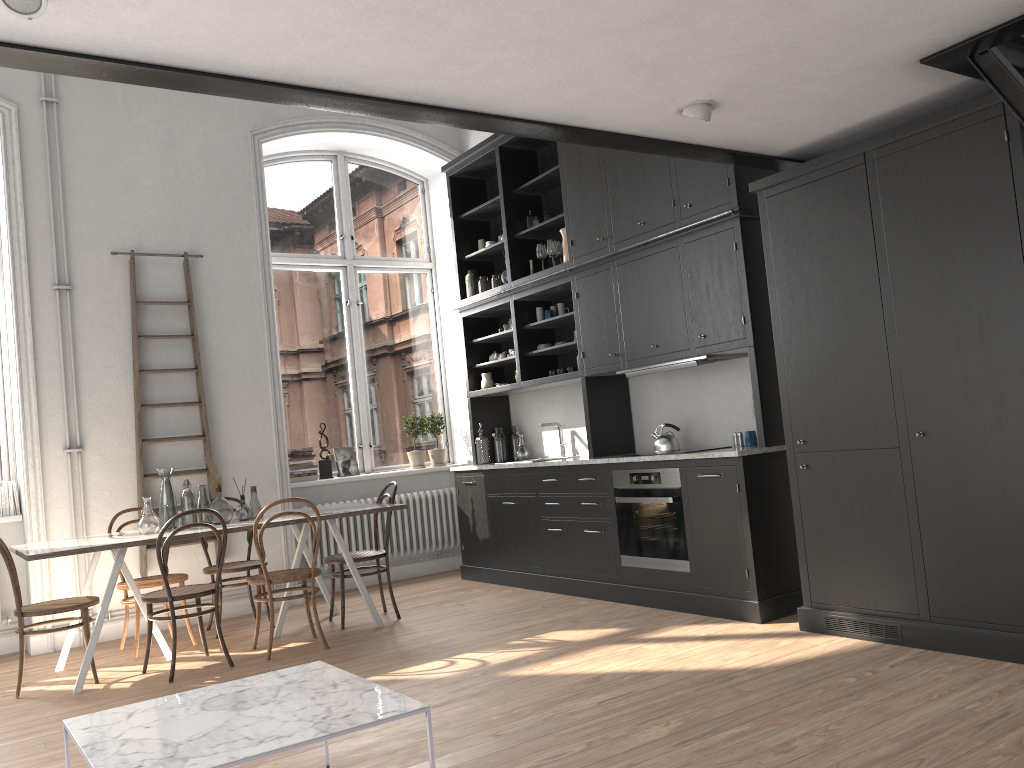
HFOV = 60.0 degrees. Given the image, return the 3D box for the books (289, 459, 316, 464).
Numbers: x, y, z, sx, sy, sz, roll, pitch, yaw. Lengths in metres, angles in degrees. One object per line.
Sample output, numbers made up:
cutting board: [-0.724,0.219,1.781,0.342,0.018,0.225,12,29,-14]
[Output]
books: [-1.798,0.662,7.513,0.222,0.024,0.158,-3,-4,-34]

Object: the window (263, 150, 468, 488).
window: [1.678,-4.920,14.335,14.381,15.928,26.417,-3,-4,-34]

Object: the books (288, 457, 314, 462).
books: [-1.800,0.640,7.508,0.205,0.022,0.155,-3,-5,-39]

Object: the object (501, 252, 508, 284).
object: [-0.033,-0.978,7.202,0.134,0.357,0.134,-6,-3,11]

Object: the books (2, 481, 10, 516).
books: [-3.607,0.817,6.320,0.024,0.243,0.175,-3,-4,-34]

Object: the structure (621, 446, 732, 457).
structure: [1.052,0.439,5.733,0.427,0.011,0.592,-3,-4,-34]

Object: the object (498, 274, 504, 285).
object: [-0.083,-0.853,7.644,0.092,0.184,0.092,-7,-3,21]

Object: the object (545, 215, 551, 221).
object: [0.287,-1.280,7.021,0.044,0.121,0.058,-5,-3,-7]

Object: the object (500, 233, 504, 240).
object: [-0.038,-1.275,7.392,0.132,0.219,0.132,-7,-4,30]

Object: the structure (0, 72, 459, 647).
structure: [-2.763,-0.419,6.712,5.180,4.472,0.340,-3,-4,-34]

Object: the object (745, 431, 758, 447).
object: [1.463,0.336,5.448,0.140,0.093,0.082,-2,-5,-44]

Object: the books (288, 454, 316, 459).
books: [-1.807,0.620,7.506,0.243,0.019,0.175,-3,-4,-34]

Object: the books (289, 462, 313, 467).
books: [-1.796,0.685,7.505,0.205,0.022,0.155,-4,-4,-20]

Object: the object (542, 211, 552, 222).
object: [0.281,-1.300,7.130,0.065,0.177,0.084,-5,-3,-12]

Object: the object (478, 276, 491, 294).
object: [-0.230,-0.835,7.557,0.114,0.155,0.114,-4,-4,-31]

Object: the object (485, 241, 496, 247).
object: [-0.181,-1.181,7.677,0.096,0.095,0.096,-6,-3,0]

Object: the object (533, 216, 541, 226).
object: [0.198,-1.271,7.038,0.053,0.125,0.041,-7,-3,23]

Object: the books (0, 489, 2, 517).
books: [-3.632,0.816,6.276,0.019,0.243,0.175,-3,-4,-34]

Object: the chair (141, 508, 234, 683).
chair: [-1.879,1.179,5.087,0.437,0.920,0.549,-3,-4,-38]

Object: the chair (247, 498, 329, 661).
chair: [-1.374,1.149,5.384,0.437,0.920,0.549,-4,-4,-23]

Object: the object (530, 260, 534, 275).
object: [0.159,-0.909,7.034,0.123,0.161,0.123,-4,-4,-25]

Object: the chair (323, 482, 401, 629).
chair: [-1.029,1.163,6.125,0.549,0.920,0.438,-4,-3,-21]

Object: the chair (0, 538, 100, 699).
chair: [-2.654,1.253,5.055,0.549,0.920,0.438,-4,-4,-26]

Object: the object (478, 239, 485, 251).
object: [-0.262,-1.187,7.753,0.059,0.135,0.082,-5,-3,-6]

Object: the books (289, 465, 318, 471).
books: [-1.800,0.710,7.505,0.245,0.028,0.194,-3,-5,-39]

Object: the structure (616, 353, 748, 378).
structure: [1.100,-0.145,5.843,0.379,0.123,0.844,-3,-4,-34]

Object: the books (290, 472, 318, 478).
books: [-1.792,0.771,7.483,0.249,0.023,0.175,-3,-5,-38]

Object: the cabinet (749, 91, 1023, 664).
cabinet: [2.021,0.017,4.264,0.633,2.370,1.402,-3,-4,-34]

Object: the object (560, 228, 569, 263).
object: [0.410,-1.017,6.552,0.094,0.267,0.116,-6,-3,8]

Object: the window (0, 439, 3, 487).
window: [-4.484,-0.469,6.061,1.622,2.841,0.013,-3,-4,-34]

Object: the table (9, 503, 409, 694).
table: [-1.853,1.280,5.616,2.199,0.779,1.101,-3,-4,-34]

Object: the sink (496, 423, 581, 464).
sink: [0.218,0.570,7.036,0.514,0.504,0.526,-3,-4,-34]

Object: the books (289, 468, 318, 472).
books: [-1.796,0.731,7.503,0.255,0.014,0.193,-3,-4,-31]

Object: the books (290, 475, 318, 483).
books: [-1.791,0.804,7.481,0.248,0.043,0.193,-3,-4,-34]

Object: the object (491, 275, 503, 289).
object: [-0.129,-0.845,7.503,0.097,0.150,0.096,-9,-5,44]

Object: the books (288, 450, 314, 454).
books: [-1.807,0.577,7.512,0.205,0.020,0.155,-3,-4,-34]

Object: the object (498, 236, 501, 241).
object: [-0.082,-1.211,7.656,0.059,0.135,0.082,-5,-3,-11]

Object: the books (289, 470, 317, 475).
books: [-1.794,0.748,7.484,0.249,0.023,0.175,-3,-4,-33]

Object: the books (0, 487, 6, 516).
books: [-3.613,0.834,6.289,0.020,0.205,0.155,-3,-4,-34]

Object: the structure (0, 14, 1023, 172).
structure: [0.425,-1.869,1.727,5.925,1.212,4.161,-3,-4,-34]

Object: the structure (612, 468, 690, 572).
structure: [1.085,0.832,5.707,0.618,0.623,0.622,-3,-4,-34]

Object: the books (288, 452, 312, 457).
books: [-1.816,0.599,7.503,0.231,0.023,0.163,-4,-4,-18]

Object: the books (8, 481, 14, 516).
books: [-3.575,0.813,6.317,0.024,0.243,0.175,-3,-4,-34]

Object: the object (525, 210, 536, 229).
object: [0.155,-1.300,7.120,0.084,0.199,0.065,-5,-3,-12]

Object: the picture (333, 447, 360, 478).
picture: [-1.475,0.688,7.776,0.149,0.264,0.221,-8,-4,39]

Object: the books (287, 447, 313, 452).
books: [-1.819,0.556,7.517,0.201,0.024,0.159,-2,-5,-44]

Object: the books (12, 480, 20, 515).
books: [-3.548,0.811,6.333,0.040,0.244,0.175,-3,-4,-34]

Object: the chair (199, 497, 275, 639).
chair: [-1.962,1.262,6.254,0.437,0.920,0.549,-4,-4,-27]

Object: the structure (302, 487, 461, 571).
structure: [-1.108,1.248,7.708,1.577,0.552,0.194,-3,-4,-34]

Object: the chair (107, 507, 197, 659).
chair: [-2.392,1.279,5.869,0.437,0.920,0.549,-3,-4,-36]

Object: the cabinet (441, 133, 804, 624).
cabinet: [0.537,-0.310,6.432,0.635,3.581,3.253,-3,-4,-34]

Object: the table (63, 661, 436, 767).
table: [-0.802,1.182,2.652,0.849,0.392,0.850,-3,-4,-34]
